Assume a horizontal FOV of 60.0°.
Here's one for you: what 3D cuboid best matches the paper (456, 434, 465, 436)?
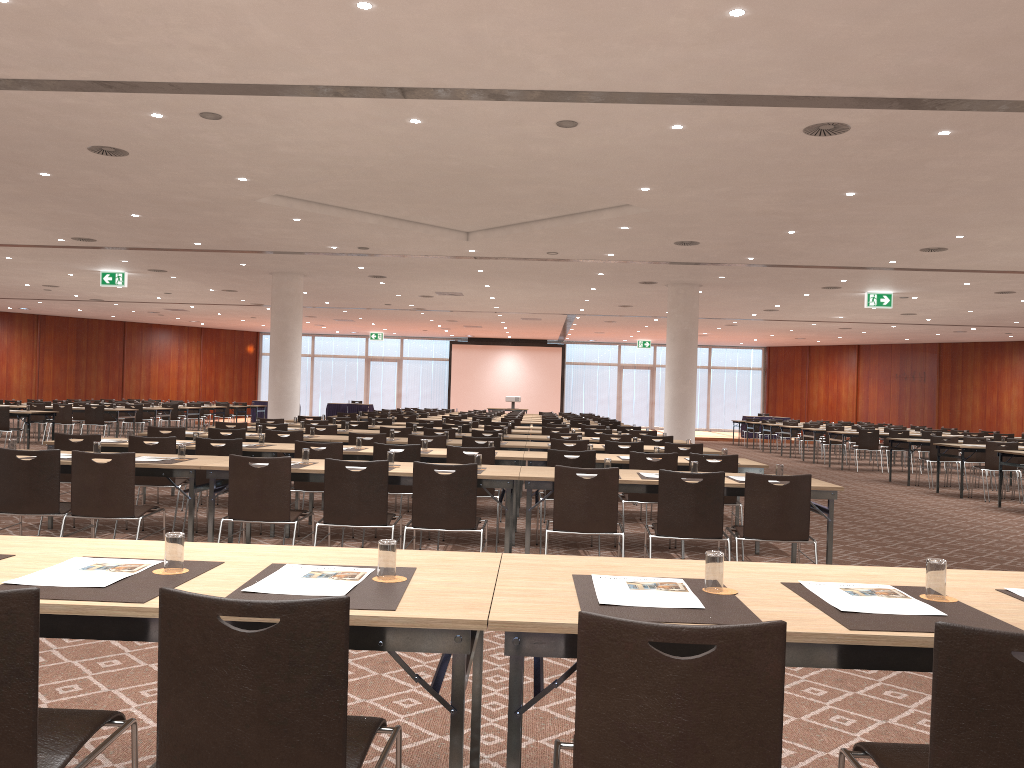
[{"bbox_3d":[-0.906,0.714,12.577,0.460,0.003,0.565,2,-1,2],"label":"paper"}]

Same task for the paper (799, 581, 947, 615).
[{"bbox_3d":[1.036,0.621,2.587,0.283,0.006,0.398,2,-1,2],"label":"paper"}]

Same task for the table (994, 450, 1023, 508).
[{"bbox_3d":[8.179,1.412,12.499,2.267,0.833,0.953,2,-1,2],"label":"table"}]

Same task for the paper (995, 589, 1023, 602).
[{"bbox_3d":[1.734,0.645,2.484,0.460,0.003,0.565,2,-1,1],"label":"paper"}]

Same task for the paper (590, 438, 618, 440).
[{"bbox_3d":[1.349,0.783,12.536,0.460,0.003,0.565,2,-1,1],"label":"paper"}]

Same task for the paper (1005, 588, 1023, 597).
[{"bbox_3d":[1.676,0.641,2.576,0.283,0.006,0.398,2,-1,1],"label":"paper"}]

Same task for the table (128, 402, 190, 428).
[{"bbox_3d":[-11.972,1.058,30.557,2.267,0.833,0.953,2,-1,2],"label":"table"}]

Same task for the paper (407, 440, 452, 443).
[{"bbox_3d":[-0.978,0.683,10.622,0.460,0.003,0.565,2,-1,3],"label":"paper"}]

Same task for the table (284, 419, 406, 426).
[{"bbox_3d":[-3.080,1.128,16.809,2.267,0.833,0.953,2,-1,2],"label":"table"}]

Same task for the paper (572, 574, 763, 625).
[{"bbox_3d":[0.414,0.605,2.512,0.460,0.003,0.565,2,-1,1],"label":"paper"}]

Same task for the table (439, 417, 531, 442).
[{"bbox_3d":[-0.663,1.284,22.245,2.267,0.833,0.953,2,-1,2],"label":"table"}]

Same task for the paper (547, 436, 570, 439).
[{"bbox_3d":[0.724,0.764,12.564,0.460,0.003,0.565,2,-1,2],"label":"paper"}]

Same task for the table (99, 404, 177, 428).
[{"bbox_3d":[-12.027,1.027,28.558,2.267,0.833,0.953,2,-1,2],"label":"table"}]

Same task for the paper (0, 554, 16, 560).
[{"bbox_3d":[-1.833,0.536,2.568,0.460,0.003,0.565,2,-1,3],"label":"paper"}]

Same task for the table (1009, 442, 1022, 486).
[{"bbox_3d":[10.556,1.544,16.436,2.267,0.833,0.953,2,-1,2],"label":"table"}]

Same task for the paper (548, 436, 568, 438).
[{"bbox_3d":[0.655,0.759,12.616,0.283,0.006,0.398,2,-1,0],"label":"paper"}]

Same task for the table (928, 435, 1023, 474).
[{"bbox_3d":[10.651,1.599,19.934,2.267,0.833,0.953,2,-1,2],"label":"table"}]

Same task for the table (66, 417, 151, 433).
[{"bbox_3d":[-12.081,0.995,26.559,2.267,0.833,0.953,2,-1,2],"label":"table"}]

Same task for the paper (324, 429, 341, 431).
[{"bbox_3d":[-2.591,0.660,12.694,0.283,0.006,0.398,2,-1,2],"label":"paper"}]

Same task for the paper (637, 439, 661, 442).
[{"bbox_3d":[1.988,0.803,12.507,0.460,0.003,0.565,2,-1,0],"label":"paper"}]

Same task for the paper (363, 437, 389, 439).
[{"bbox_3d":[-1.653,0.659,10.700,0.283,0.006,0.398,2,-1,1],"label":"paper"}]

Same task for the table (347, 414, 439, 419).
[{"bbox_3d":[-2.931,1.215,22.307,2.267,0.833,0.953,2,-1,2],"label":"table"}]

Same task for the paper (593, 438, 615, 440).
[{"bbox_3d":[1.298,0.779,12.595,0.283,0.006,0.398,2,-1,-1],"label":"paper"}]

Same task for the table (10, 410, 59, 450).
[{"bbox_3d":[-10.072,0.915,17.000,2.267,0.833,0.953,2,-1,2],"label":"table"}]

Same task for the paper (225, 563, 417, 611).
[{"bbox_3d":[-0.531,0.576,2.547,0.460,0.003,0.565,2,-1,-1],"label":"paper"}]

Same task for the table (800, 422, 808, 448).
[{"bbox_3d":[10.923,1.757,29.931,2.267,0.833,0.953,2,-1,2],"label":"table"}]

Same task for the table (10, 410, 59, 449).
[{"bbox_3d":[-10.072,0.915,17.000,2.267,0.833,0.953,2,-1,2],"label":"table"}]

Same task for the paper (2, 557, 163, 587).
[{"bbox_3d":[-1.246,0.551,2.612,0.283,0.006,0.398,2,-1,1],"label":"paper"}]

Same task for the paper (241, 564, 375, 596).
[{"bbox_3d":[-0.582,0.571,2.598,0.283,0.006,0.398,2,-1,4],"label":"paper"}]

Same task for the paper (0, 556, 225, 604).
[{"bbox_3d":[-1.157,0.557,2.554,0.460,0.003,0.565,2,-1,2],"label":"paper"}]

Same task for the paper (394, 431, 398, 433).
[{"bbox_3d":[-1.618,0.690,12.702,0.283,0.006,0.398,2,-1,3],"label":"paper"}]

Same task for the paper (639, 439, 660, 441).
[{"bbox_3d":[1.966,0.799,12.601,0.283,0.006,0.398,2,-1,3],"label":"paper"}]

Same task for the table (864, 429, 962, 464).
[{"bbox_3d":[10.760,1.662,23.933,2.267,0.833,0.953,2,-1,2],"label":"table"}]

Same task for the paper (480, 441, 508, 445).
[{"bbox_3d":[-0.298,0.703,10.596,0.460,0.003,0.565,2,-1,4],"label":"paper"}]

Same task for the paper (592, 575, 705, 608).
[{"bbox_3d":[0.384,0.601,2.583,0.283,0.006,0.398,2,-1,2],"label":"paper"}]

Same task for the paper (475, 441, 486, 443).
[{"bbox_3d":[-0.382,0.697,10.633,0.283,0.006,0.398,2,-1,1],"label":"paper"}]

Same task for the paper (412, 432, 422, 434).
[{"bbox_3d":[-1.547,0.695,12.619,0.460,0.003,0.565,2,-1,3],"label":"paper"}]

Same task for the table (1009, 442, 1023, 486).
[{"bbox_3d":[10.556,1.544,16.436,2.267,0.833,0.953,2,-1,2],"label":"table"}]

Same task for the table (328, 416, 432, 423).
[{"bbox_3d":[-2.985,1.183,20.308,2.267,0.833,0.953,2,-1,2],"label":"table"}]

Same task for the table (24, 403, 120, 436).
[{"bbox_3d":[-12.136,0.964,24.560,2.267,0.833,0.953,2,-1,2],"label":"table"}]

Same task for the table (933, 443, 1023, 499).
[{"bbox_3d":[8.233,1.443,14.499,2.267,0.833,0.953,2,-1,2],"label":"table"}]

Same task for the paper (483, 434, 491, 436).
[{"bbox_3d":[-0.329,0.729,12.649,0.283,0.006,0.398,2,-1,2],"label":"paper"}]

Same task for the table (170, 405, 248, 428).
[{"bbox_3d":[-9.759,1.096,28.496,2.267,0.833,0.953,2,-1,2],"label":"table"}]

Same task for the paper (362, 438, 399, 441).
[{"bbox_3d":[-1.612,0.663,10.619,0.460,0.003,0.565,2,-1,3],"label":"paper"}]

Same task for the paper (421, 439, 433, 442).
[{"bbox_3d":[-1.027,0.678,10.668,0.283,0.006,0.398,2,-1,1],"label":"paper"}]

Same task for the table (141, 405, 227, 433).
[{"bbox_3d":[-9.813,1.064,26.497,2.267,0.833,0.953,2,-1,2],"label":"table"}]

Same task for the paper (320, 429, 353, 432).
[{"bbox_3d":[-2.553,0.664,12.647,0.460,0.003,0.565,2,-1,1],"label":"paper"}]

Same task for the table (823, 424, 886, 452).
[{"bbox_3d":[10.869,1.726,27.931,2.267,0.833,0.953,2,-1,2],"label":"table"}]

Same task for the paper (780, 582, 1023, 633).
[{"bbox_3d":[1.072,0.625,2.495,0.460,0.003,0.565,2,-1,0],"label":"paper"}]

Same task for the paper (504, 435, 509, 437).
[{"bbox_3d":[-0.276,0.734,12.584,0.460,0.003,0.565,2,-1,0],"label":"paper"}]

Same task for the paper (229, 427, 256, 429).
[{"bbox_3d":[-3.822,0.625,12.678,0.460,0.003,0.565,2,-1,1],"label":"paper"}]

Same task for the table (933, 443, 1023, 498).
[{"bbox_3d":[8.233,1.443,14.499,2.267,0.833,0.953,2,-1,2],"label":"table"}]

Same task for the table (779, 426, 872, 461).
[{"bbox_3d":[8.492,1.593,23.995,2.267,0.833,0.953,2,-1,2],"label":"table"}]

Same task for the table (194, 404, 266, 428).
[{"bbox_3d":[-9.704,1.127,30.495,2.267,0.833,0.953,2,-1,2],"label":"table"}]
